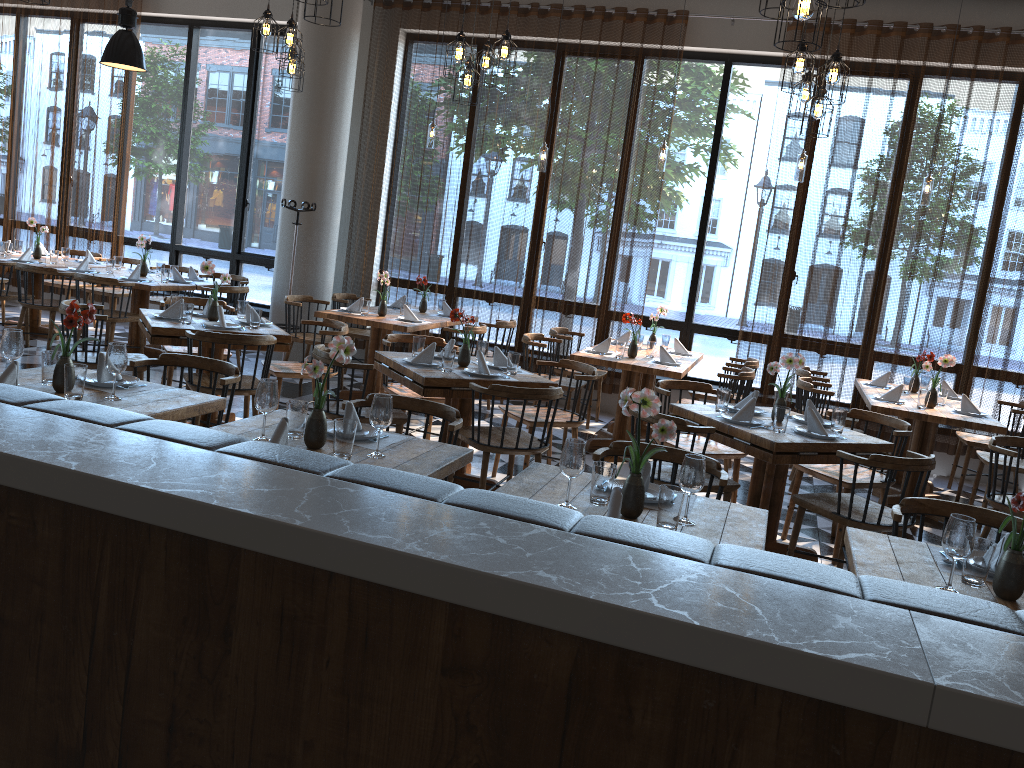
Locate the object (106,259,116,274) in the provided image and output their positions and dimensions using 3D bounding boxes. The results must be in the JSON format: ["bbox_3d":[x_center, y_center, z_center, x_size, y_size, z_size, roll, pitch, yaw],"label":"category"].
[{"bbox_3d":[-3.715,-1.087,8.196,0.080,0.131,0.080,8,8,2],"label":"object"}]

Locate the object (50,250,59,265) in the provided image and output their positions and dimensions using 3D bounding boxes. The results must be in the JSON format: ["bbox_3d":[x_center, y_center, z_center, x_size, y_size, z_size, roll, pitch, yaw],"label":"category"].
[{"bbox_3d":[-4.332,-1.199,8.383,0.080,0.131,0.080,8,8,2],"label":"object"}]

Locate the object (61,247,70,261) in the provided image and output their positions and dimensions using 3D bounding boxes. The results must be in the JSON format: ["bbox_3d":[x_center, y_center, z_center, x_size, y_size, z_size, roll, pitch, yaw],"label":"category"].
[{"bbox_3d":[-4.470,-1.298,8.869,0.080,0.131,0.080,8,8,2],"label":"object"}]

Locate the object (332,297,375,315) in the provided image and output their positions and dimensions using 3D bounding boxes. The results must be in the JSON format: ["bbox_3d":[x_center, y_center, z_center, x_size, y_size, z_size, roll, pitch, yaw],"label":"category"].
[{"bbox_3d":[-1.362,-0.694,7.682,0.272,0.136,0.353,10,9,16],"label":"object"}]

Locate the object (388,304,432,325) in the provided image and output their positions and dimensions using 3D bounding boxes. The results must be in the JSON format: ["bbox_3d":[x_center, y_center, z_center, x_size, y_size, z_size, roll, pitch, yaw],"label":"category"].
[{"bbox_3d":[-0.857,-0.603,7.535,0.272,0.136,0.353,10,9,16],"label":"object"}]

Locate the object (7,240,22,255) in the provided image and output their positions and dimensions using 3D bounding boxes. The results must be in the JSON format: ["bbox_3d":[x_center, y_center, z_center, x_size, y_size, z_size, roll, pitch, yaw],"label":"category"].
[{"bbox_3d":[-5.060,-1.370,8.816,0.272,0.136,0.353,10,9,16],"label":"object"}]

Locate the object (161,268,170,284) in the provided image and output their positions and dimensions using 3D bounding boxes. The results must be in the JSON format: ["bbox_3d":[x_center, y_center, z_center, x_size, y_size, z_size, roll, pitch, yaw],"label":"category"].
[{"bbox_3d":[-3.126,-0.975,7.987,0.080,0.131,0.080,8,8,2],"label":"object"}]

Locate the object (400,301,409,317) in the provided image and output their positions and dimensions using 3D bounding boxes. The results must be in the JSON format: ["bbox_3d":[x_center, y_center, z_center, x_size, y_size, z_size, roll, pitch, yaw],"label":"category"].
[{"bbox_3d":[-0.949,-0.655,7.795,0.080,0.131,0.080,8,8,2],"label":"object"}]

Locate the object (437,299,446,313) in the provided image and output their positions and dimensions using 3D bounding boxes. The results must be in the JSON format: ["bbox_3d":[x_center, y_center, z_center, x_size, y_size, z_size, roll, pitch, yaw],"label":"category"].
[{"bbox_3d":[-0.687,-0.757,8.620,0.080,0.131,0.080,14,10,41],"label":"object"}]

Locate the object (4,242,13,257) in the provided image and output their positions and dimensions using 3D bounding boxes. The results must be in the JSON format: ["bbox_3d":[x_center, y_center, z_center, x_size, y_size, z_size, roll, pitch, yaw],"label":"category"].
[{"bbox_3d":[-4.860,-1.296,8.543,0.080,0.131,0.080,8,8,2],"label":"object"}]

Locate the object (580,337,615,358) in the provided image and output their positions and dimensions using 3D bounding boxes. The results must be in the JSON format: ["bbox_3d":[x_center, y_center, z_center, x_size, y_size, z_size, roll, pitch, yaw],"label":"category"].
[{"bbox_3d":[0.714,-0.316,7.053,0.272,0.136,0.353,10,9,16],"label":"object"}]

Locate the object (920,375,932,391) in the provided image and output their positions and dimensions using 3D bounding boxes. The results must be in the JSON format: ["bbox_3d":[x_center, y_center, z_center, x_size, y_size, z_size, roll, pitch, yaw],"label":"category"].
[{"bbox_3d":[3.436,-0.005,7.372,0.080,0.131,0.080,12,9,31],"label":"object"}]

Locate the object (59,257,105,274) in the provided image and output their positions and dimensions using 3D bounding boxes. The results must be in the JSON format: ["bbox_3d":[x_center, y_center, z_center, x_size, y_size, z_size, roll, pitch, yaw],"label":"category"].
[{"bbox_3d":[-3.906,-1.091,8.050,0.352,0.136,0.273,10,9,17],"label":"object"}]

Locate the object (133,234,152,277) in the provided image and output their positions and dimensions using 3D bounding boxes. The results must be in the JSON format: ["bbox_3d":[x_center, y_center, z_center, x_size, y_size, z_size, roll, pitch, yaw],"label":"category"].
[{"bbox_3d":[-3.465,-1.209,8.313,0.207,0.398,0.147,10,8,21],"label":"object"}]

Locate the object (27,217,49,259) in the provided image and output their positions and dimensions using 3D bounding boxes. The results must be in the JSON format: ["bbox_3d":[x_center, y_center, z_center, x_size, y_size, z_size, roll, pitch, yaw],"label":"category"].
[{"bbox_3d":[-4.666,-1.431,8.693,0.146,0.398,0.207,10,8,15],"label":"object"}]

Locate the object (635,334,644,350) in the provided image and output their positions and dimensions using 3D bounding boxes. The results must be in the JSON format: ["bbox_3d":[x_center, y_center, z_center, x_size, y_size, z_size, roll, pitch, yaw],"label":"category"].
[{"bbox_3d":[1.097,-0.363,7.667,0.080,0.131,0.080,2,10,-38],"label":"object"}]

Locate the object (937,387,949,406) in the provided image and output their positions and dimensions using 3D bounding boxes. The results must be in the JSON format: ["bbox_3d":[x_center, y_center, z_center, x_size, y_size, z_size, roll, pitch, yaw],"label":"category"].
[{"bbox_3d":[3.175,0.096,6.547,0.080,0.131,0.080,8,8,2],"label":"object"}]

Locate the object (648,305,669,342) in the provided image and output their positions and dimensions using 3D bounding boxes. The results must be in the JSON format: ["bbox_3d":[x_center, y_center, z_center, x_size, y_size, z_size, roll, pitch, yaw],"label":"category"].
[{"bbox_3d":[1.278,-0.496,7.793,0.146,0.398,0.207,10,8,20],"label":"object"}]

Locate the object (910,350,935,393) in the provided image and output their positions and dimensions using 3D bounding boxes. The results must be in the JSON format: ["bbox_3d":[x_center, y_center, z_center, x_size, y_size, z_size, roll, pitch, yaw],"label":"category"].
[{"bbox_3d":[3.321,-0.102,7.176,0.171,0.353,0.157,7,7,-7],"label":"object"}]

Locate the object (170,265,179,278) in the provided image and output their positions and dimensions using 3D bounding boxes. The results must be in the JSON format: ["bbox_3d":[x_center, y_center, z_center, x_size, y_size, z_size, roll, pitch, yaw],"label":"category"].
[{"bbox_3d":[-3.222,-1.063,8.445,0.080,0.131,0.080,8,8,2],"label":"object"}]

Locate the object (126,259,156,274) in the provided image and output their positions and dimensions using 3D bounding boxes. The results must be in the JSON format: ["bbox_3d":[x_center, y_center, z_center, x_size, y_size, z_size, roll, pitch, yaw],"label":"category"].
[{"bbox_3d":[-3.643,-1.180,8.805,0.352,0.136,0.273,10,9,17],"label":"object"}]

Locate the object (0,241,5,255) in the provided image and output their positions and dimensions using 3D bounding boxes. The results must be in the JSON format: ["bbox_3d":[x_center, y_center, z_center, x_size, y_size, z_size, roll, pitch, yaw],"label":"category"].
[{"bbox_3d":[-4.947,-1.318,8.610,0.080,0.131,0.080,8,8,2],"label":"object"}]

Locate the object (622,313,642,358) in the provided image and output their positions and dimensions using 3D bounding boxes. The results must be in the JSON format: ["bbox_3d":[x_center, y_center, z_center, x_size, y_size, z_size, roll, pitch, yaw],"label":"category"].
[{"bbox_3d":[0.932,-0.387,6.988,0.171,0.353,0.157,7,7,-4],"label":"object"}]

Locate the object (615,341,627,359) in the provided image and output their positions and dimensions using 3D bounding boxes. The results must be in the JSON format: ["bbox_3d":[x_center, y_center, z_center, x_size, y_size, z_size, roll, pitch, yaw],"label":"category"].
[{"bbox_3d":[0.836,-0.262,6.842,0.080,0.131,0.080,8,8,2],"label":"object"}]

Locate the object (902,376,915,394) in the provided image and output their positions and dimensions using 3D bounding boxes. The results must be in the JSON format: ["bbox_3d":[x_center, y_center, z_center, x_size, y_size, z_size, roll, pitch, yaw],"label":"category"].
[{"bbox_3d":[3.148,0.010,7.046,0.080,0.131,0.080,12,9,31],"label":"object"}]

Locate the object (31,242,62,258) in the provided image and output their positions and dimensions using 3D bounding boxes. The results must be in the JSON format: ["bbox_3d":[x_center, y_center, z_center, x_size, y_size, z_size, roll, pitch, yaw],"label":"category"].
[{"bbox_3d":[-4.848,-1.400,9.169,0.352,0.136,0.273,10,9,17],"label":"object"}]

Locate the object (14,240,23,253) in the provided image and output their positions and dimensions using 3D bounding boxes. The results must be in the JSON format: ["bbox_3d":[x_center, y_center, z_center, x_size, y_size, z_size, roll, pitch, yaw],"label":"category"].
[{"bbox_3d":[-5.036,-1.401,9.040,0.080,0.131,0.080,8,8,2],"label":"object"}]

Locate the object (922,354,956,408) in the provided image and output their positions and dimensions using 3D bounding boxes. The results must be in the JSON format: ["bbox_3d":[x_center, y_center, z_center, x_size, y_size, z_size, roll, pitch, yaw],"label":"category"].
[{"bbox_3d":[3.032,-0.024,6.335,0.207,0.398,0.147,9,7,9],"label":"object"}]

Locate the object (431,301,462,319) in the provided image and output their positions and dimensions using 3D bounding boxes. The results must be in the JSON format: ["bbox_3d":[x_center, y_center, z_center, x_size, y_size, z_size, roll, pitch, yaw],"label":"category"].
[{"bbox_3d":[-0.590,-0.707,8.380,0.272,0.136,0.353,10,9,16],"label":"object"}]

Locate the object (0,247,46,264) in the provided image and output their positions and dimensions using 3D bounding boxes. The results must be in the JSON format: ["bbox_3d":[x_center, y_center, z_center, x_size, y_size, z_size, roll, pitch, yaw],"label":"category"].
[{"bbox_3d":[-4.534,-1.205,8.240,0.352,0.136,0.273,10,9,17],"label":"object"}]

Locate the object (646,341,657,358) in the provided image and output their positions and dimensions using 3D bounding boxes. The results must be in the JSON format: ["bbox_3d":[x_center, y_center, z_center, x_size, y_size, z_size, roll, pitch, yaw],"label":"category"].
[{"bbox_3d":[1.125,-0.277,7.167,0.080,0.131,0.080,8,8,2],"label":"object"}]

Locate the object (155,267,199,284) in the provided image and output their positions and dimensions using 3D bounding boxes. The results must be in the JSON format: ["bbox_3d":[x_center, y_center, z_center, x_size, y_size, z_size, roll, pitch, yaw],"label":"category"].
[{"bbox_3d":[-3.093,-1.014,8.235,0.272,0.136,0.353,10,9,16],"label":"object"}]

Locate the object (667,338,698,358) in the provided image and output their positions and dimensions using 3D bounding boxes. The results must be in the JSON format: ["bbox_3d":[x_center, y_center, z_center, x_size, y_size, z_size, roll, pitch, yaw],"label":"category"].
[{"bbox_3d":[1.486,-0.328,7.752,0.272,0.136,0.353,10,9,16],"label":"object"}]

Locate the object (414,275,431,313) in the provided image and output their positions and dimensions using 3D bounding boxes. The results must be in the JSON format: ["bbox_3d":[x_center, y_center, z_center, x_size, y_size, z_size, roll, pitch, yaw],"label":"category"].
[{"bbox_3d":[-0.859,-0.856,8.400,0.157,0.353,0.171,14,9,39],"label":"object"}]

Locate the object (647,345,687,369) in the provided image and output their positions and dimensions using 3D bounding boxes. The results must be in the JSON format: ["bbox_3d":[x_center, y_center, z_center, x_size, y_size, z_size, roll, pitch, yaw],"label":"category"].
[{"bbox_3d":[1.219,-0.224,6.907,0.272,0.136,0.353,10,9,16],"label":"object"}]

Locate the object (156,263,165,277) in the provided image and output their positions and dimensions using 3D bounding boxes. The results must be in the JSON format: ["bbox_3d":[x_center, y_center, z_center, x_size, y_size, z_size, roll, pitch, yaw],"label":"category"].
[{"bbox_3d":[-3.386,-1.099,8.534,0.080,0.131,0.080,8,8,2],"label":"object"}]

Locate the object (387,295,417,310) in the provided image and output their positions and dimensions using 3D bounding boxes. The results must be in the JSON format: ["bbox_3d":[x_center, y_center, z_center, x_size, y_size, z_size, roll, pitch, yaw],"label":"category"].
[{"bbox_3d":[-1.095,-0.798,8.527,0.272,0.136,0.353,10,9,16],"label":"object"}]

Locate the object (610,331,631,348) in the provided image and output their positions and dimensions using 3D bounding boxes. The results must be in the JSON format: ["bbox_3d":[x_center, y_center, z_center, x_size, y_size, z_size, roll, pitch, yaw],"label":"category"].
[{"bbox_3d":[0.981,-0.419,7.898,0.272,0.136,0.353,10,9,16],"label":"object"}]

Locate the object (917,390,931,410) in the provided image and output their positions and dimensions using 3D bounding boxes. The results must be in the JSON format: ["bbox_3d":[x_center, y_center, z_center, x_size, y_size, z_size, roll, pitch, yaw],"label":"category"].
[{"bbox_3d":[2.886,0.112,6.221,0.080,0.131,0.080,8,8,2],"label":"object"}]

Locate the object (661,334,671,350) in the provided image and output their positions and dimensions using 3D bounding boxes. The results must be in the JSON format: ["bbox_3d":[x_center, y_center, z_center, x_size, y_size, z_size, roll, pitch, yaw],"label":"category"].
[{"bbox_3d":[1.386,-0.379,7.993,0.080,0.131,0.080,2,10,-38],"label":"object"}]

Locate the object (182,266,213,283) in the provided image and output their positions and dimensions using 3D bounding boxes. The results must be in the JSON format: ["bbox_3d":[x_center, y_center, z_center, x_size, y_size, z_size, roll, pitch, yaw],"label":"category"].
[{"bbox_3d":[-3.101,-1.082,8.641,0.352,0.136,0.273,10,9,17],"label":"object"}]

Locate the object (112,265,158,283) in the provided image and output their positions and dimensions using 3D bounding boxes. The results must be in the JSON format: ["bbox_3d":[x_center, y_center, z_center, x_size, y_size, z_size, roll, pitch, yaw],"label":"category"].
[{"bbox_3d":[-3.364,-0.992,7.886,0.352,0.136,0.273,10,9,17],"label":"object"}]

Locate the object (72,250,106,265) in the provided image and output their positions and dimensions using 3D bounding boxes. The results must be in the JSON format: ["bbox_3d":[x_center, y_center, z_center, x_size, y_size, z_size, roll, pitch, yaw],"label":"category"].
[{"bbox_3d":[-4.271,-1.295,8.995,0.352,0.136,0.273,10,9,17],"label":"object"}]

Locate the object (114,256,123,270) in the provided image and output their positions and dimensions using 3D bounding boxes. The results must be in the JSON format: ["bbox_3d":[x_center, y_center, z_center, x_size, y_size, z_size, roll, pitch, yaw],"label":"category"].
[{"bbox_3d":[-3.848,-1.179,8.647,0.080,0.131,0.080,8,8,2],"label":"object"}]

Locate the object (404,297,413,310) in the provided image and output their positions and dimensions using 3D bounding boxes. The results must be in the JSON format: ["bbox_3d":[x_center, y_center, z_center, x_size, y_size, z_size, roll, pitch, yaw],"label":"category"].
[{"bbox_3d":[-0.976,-0.741,8.295,0.080,0.131,0.080,14,10,41],"label":"object"}]

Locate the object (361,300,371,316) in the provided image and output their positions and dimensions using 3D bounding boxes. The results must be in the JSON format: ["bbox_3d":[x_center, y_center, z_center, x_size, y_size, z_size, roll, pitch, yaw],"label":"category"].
[{"bbox_3d":[-1.237,-0.640,7.469,0.080,0.131,0.080,8,8,2],"label":"object"}]

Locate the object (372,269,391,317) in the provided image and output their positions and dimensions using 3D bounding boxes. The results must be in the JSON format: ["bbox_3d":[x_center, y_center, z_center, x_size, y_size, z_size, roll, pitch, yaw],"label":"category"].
[{"bbox_3d":[-1.119,-0.782,7.603,0.146,0.398,0.208,5,8,-19],"label":"object"}]
